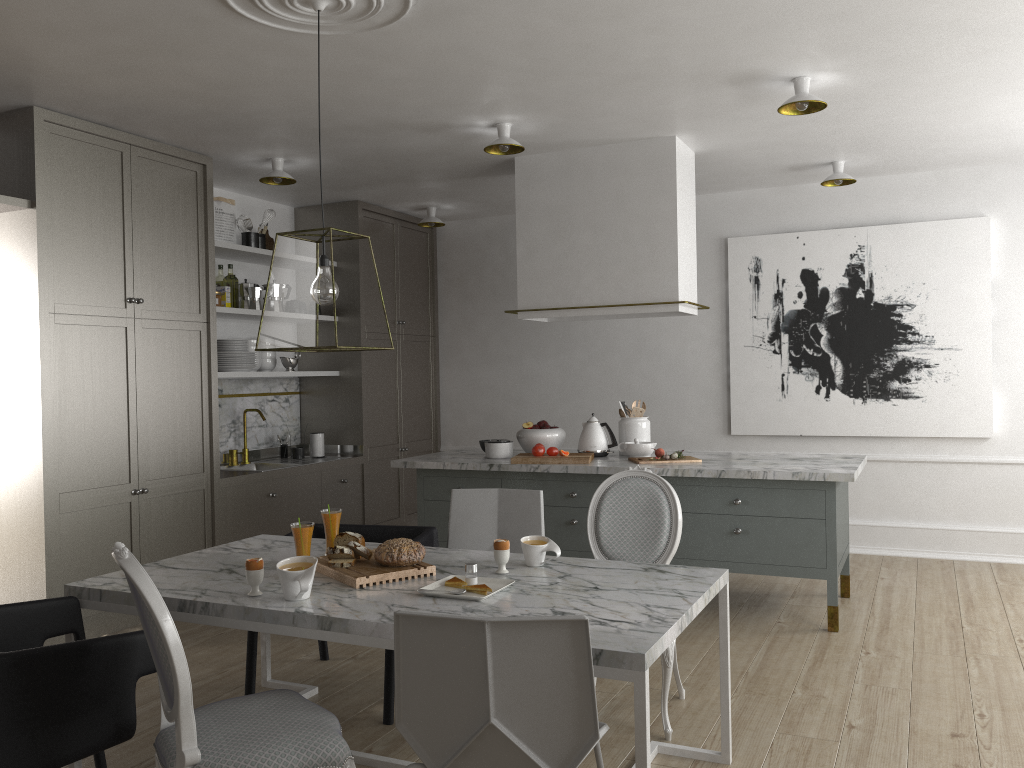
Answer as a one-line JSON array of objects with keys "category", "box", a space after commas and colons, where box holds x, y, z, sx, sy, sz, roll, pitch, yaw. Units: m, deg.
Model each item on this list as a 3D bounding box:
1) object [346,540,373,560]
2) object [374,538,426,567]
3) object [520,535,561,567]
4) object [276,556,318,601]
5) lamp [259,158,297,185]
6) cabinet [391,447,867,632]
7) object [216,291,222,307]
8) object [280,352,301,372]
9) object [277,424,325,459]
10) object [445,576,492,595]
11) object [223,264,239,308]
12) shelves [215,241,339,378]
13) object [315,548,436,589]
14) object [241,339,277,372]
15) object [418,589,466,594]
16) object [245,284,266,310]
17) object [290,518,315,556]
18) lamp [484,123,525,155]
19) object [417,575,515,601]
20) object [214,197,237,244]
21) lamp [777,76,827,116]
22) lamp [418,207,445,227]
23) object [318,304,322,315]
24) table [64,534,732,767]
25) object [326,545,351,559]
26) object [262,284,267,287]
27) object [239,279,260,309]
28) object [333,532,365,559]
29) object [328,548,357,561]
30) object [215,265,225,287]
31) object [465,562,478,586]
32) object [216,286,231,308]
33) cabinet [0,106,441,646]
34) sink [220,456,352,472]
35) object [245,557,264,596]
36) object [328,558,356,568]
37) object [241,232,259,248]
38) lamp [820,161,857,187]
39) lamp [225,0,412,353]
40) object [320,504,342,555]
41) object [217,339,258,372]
[{"category": "object", "box": [-0.471, 0.515, 2.737, 0.079, 0.067, 0.074, -1, 1, -3]}, {"category": "object", "box": [-0.340, 0.509, 2.700, 0.157, 0.075, 0.151, -1, 1, -29]}, {"category": "object", "box": [0.094, 0.523, 2.763, 0.138, 0.085, 0.089, -1, 1, 20]}, {"category": "object", "box": [-0.564, 0.531, 2.393, 0.110, 0.105, 0.170, -2, 1, -45]}, {"category": "lamp", "box": [-1.274, -1.157, 4.820, 0.197, 0.130, 0.197, -2, 1, -30]}, {"category": "cabinet", "box": [0.599, 0.753, 4.720, 2.360, 0.721, 0.870, -1, 1, 25]}, {"category": "object", "box": [-1.751, -0.492, 5.222, 0.078, 0.101, 0.078, -1, 1, -19]}, {"category": "object", "box": [-1.434, -0.147, 5.754, 0.102, 0.135, 0.210, -1, 1, 17]}, {"category": "object", "box": [-1.394, 0.375, 5.874, 0.307, 0.229, 0.144, -1, 1, -22]}, {"category": "object", "box": [-0.122, 0.562, 2.468, 0.068, 0.014, 0.197, -2, 1, -37]}, {"category": "object", "box": [-1.696, -0.585, 5.364, 0.089, 0.282, 0.082, -1, 1, 20]}, {"category": "shelves", "box": [-1.630, -0.430, 5.517, 0.352, 0.775, 1.339, -1, 1, 25]}, {"category": "object", "box": [-0.438, 0.562, 2.730, 0.260, 0.031, 0.360, -2, 1, -35]}, {"category": "object", "box": [-1.632, -0.184, 5.680, 0.149, 0.216, 0.309, -1, 1, 18]}, {"category": "object", "box": [-0.189, 0.565, 2.411, 0.132, 0.013, 0.032, -1, 1, 0]}, {"category": "object", "box": [-1.557, -0.529, 5.405, 0.138, 0.167, 0.087, -1, 1, 21]}, {"category": "object", "box": [-0.623, 0.486, 2.644, 0.071, 0.188, 0.071, -2, 1, -44]}, {"category": "lamp", "box": [-0.038, -1.176, 4.241, 0.197, 0.130, 0.197, -2, 1, -30]}, {"category": "object", "box": [-0.125, 0.566, 2.459, 0.212, 0.014, 0.212, -1, 1, 25]}, {"category": "object", "box": [-1.774, -0.977, 5.433, 0.074, 0.327, 0.183, -1, 1, 34]}, {"category": "lamp", "box": [1.197, -1.194, 3.662, 0.197, 0.130, 0.197, -1, 1, 0]}, {"category": "lamp", "box": [-0.574, -1.188, 6.313, 0.197, 0.130, 0.197, -1, 1, 30]}, {"category": "object", "box": [-1.412, -0.503, 5.919, 0.173, 0.098, 0.264, -1, 1, 34]}, {"category": "table", "box": [-0.334, 0.867, 2.651, 1.781, 0.583, 0.870, -1, 1, 25]}, {"category": "object", "box": [-0.530, 0.521, 2.735, 0.083, 0.057, 0.072, -1, 1, 1]}, {"category": "object", "box": [-1.488, -0.556, 5.610, 0.175, 0.212, 0.111, -1, 1, -4]}, {"category": "object", "box": [-1.650, -0.552, 5.551, 0.175, 0.212, 0.111, -1, 1, -29]}, {"category": "object", "box": [-0.516, 0.506, 2.817, 0.086, 0.087, 0.090, -1, 1, 2]}, {"category": "object", "box": [-0.520, 0.522, 2.708, 0.083, 0.055, 0.073, -1, 1, 1]}, {"category": "object", "box": [-1.770, -0.584, 5.397, 0.066, 0.282, 0.066, -1, 1, 15]}, {"category": "object", "box": [-0.115, 0.539, 2.516, 0.036, 0.060, 0.036, -1, 1, -24]}, {"category": "object", "box": [-1.737, -0.513, 5.327, 0.077, 0.141, 0.044, -1, 1, 20]}, {"category": "cabinet", "box": [-2.147, -0.011, 4.668, 0.947, 2.377, 5.433, -1, 1, 25]}, {"category": "sink", "box": [-1.456, 0.581, 5.585, 0.475, 0.174, 0.877, -1, 1, 25]}, {"category": "object", "box": [-0.712, 0.531, 2.454, 0.050, 0.101, 0.050, -1, 1, 21]}, {"category": "object", "box": [-0.514, 0.542, 2.679, 0.077, 0.017, 0.068, -1, 1, 3]}, {"category": "object", "box": [-1.624, -0.876, 5.505, 0.108, 0.118, 0.108, -1, 1, 16]}, {"category": "lamp", "box": [1.896, -1.224, 5.154, 0.197, 0.130, 0.197, -1, 1, 10]}, {"category": "lamp", "box": [-0.594, -0.659, 2.775, 0.584, 1.108, 0.584, -1, 1, 40]}, {"category": "object", "box": [-0.590, 0.483, 2.906, 0.071, 0.188, 0.071, -2, 1, -44]}, {"category": "object", "box": [-1.684, -0.168, 5.330, 0.300, 0.195, 0.306, -1, 1, 21]}]
